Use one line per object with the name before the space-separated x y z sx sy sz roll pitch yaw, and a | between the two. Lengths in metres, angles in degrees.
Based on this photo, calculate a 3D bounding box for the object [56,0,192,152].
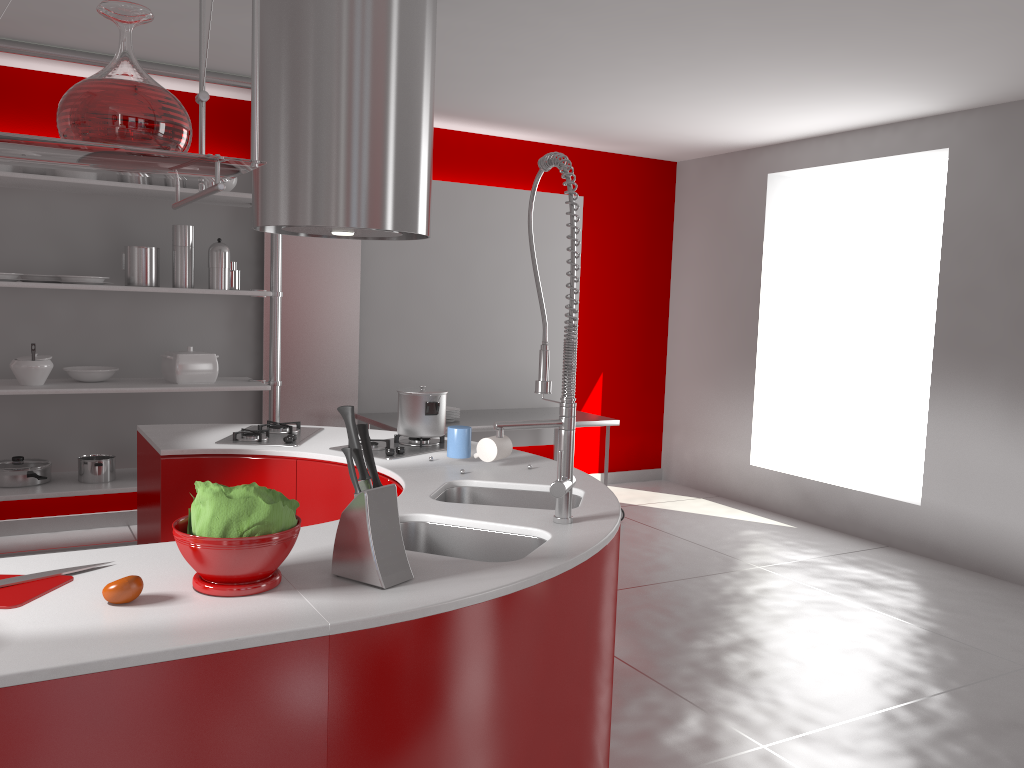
object | -0.662 -0.507 1.520 0.213 0.266 0.213 2 5 -2

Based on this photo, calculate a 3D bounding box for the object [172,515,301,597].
object | -0.510 0.314 1.649 0.228 0.118 0.229 5 6 31

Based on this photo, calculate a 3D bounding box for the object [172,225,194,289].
object | -1.739 -0.671 4.693 0.109 0.329 0.110 -1 6 -32

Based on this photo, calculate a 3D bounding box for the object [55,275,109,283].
object | -2.151 -0.518 4.444 0.244 0.042 0.244 7 7 44

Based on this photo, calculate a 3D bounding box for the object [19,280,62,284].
object | -2.416 -0.525 4.564 0.280 0.015 0.280 3 5 7

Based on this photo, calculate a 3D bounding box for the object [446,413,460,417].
object | -0.451 0.191 5.490 0.228 0.020 0.228 7 7 42

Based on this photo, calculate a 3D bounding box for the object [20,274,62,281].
object | -2.416 -0.539 4.563 0.244 0.042 0.244 -2 7 -38

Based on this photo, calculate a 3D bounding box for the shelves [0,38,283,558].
shelves | -2.069 -0.381 4.650 1.735 2.599 0.535 -1 6 -30

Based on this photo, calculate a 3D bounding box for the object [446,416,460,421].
object | -0.452 0.211 5.491 0.228 0.020 0.228 7 7 42

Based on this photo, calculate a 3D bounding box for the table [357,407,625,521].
table | -0.128 0.551 5.766 1.627 0.682 0.749 -1 6 -29

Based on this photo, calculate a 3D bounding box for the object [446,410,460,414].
object | -0.451 0.170 5.488 0.228 0.020 0.228 7 7 42

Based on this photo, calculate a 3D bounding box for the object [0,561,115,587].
object | -0.900 0.354 1.600 0.041 0.008 0.375 6 7 37

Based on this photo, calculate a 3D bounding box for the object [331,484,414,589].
object | -0.267 0.284 1.710 0.137 0.178 0.091 5 6 33

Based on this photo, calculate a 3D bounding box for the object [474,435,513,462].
object | -0.070 0.210 2.927 0.109 0.080 0.100 5 6 30

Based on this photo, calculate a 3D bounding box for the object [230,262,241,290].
object | -1.580 -0.603 4.953 0.127 0.157 0.127 0 6 -20

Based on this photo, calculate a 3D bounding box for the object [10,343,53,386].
object | -2.394 -0.101 4.420 0.192 0.214 0.192 -3 7 -43

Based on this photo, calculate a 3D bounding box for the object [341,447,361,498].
object | -0.294 0.222 1.693 0.091 0.197 0.009 5 6 31

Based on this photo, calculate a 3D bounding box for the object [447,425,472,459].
object | -0.189 0.193 2.976 0.109 0.100 0.080 5 6 33

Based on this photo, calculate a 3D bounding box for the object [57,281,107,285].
object | -2.151 -0.505 4.445 0.280 0.015 0.280 2 5 -1

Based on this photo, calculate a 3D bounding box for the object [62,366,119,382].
object | -2.228 -0.048 4.693 0.272 0.072 0.272 4 6 24

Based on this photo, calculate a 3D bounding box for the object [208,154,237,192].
object | -1.648 -1.139 4.835 0.287 0.222 0.287 3 5 14

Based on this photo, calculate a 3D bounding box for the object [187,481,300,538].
object | -0.499 0.260 1.650 0.198 0.182 0.193 0 6 -24

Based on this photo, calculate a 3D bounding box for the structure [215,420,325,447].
structure | -0.911 0.180 3.384 0.303 0.037 0.457 2 5 0

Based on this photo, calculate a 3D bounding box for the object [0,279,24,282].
object | -2.488 -0.501 4.267 0.280 0.015 0.280 3 5 7

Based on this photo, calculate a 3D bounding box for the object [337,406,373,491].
object | -0.286 0.206 1.719 0.150 0.322 0.014 5 6 31

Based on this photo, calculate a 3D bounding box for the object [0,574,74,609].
object | -0.938 0.363 1.558 0.266 0.006 0.168 2 5 -3

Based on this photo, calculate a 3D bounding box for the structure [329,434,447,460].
structure | -0.399 0.213 3.234 0.303 0.037 0.457 6 6 35

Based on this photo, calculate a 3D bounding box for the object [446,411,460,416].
object | -0.451 0.181 5.489 0.228 0.020 0.228 7 7 42

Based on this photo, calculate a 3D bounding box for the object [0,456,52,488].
object | -2.511 0.442 4.497 0.308 0.130 0.407 0 6 -23

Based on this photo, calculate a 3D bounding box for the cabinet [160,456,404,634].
cabinet | -0.919 0.718 2.193 1.025 0.761 1.875 4 5 15

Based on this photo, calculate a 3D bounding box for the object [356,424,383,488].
object | -0.264 0.221 1.739 0.130 0.279 0.012 5 6 31

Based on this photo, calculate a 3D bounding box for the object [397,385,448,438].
object | -0.336 0.098 3.303 0.218 0.185 0.189 4 6 22

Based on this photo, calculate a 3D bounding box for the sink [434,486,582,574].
sink | -0.012 0.417 2.526 0.428 0.172 0.326 3 5 9

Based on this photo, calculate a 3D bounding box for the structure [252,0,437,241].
structure | -0.607 -1.025 3.230 0.644 0.958 0.644 5 6 26

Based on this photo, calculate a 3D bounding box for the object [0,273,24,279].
object | -2.488 -0.514 4.266 0.244 0.042 0.244 7 7 44

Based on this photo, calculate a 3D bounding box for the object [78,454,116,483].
object | -2.178 0.444 4.653 0.196 0.122 0.182 4 5 18

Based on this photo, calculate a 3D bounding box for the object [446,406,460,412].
object | -0.450 0.160 5.487 0.228 0.020 0.228 7 7 42

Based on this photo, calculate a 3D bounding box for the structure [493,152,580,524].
structure | 0.083 -0.118 2.194 0.178 0.920 0.308 3 5 13

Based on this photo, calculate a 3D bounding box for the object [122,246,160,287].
object | -1.938 -0.612 4.635 0.184 0.205 0.172 0 6 -25

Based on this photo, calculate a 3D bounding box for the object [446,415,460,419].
object | -0.452 0.201 5.490 0.228 0.020 0.228 7 7 42

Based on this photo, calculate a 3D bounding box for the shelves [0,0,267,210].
shelves | -0.891 -0.827 1.329 0.934 1.023 0.462 -1 6 -30

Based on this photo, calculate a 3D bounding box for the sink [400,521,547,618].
sink | -0.139 0.455 2.057 0.428 0.172 0.326 4 6 21

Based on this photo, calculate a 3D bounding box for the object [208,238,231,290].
object | -1.565 -0.642 4.740 0.115 0.274 0.115 -2 7 -37

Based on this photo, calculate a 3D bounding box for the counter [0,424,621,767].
counter | -0.666 0.750 2.294 1.868 0.880 2.865 2 5 4

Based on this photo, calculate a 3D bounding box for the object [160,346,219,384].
object | -1.762 -0.107 4.850 0.282 0.197 0.235 -2 7 -40

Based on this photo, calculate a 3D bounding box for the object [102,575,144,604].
object | -0.672 0.354 1.532 0.063 0.048 0.064 6 7 38
